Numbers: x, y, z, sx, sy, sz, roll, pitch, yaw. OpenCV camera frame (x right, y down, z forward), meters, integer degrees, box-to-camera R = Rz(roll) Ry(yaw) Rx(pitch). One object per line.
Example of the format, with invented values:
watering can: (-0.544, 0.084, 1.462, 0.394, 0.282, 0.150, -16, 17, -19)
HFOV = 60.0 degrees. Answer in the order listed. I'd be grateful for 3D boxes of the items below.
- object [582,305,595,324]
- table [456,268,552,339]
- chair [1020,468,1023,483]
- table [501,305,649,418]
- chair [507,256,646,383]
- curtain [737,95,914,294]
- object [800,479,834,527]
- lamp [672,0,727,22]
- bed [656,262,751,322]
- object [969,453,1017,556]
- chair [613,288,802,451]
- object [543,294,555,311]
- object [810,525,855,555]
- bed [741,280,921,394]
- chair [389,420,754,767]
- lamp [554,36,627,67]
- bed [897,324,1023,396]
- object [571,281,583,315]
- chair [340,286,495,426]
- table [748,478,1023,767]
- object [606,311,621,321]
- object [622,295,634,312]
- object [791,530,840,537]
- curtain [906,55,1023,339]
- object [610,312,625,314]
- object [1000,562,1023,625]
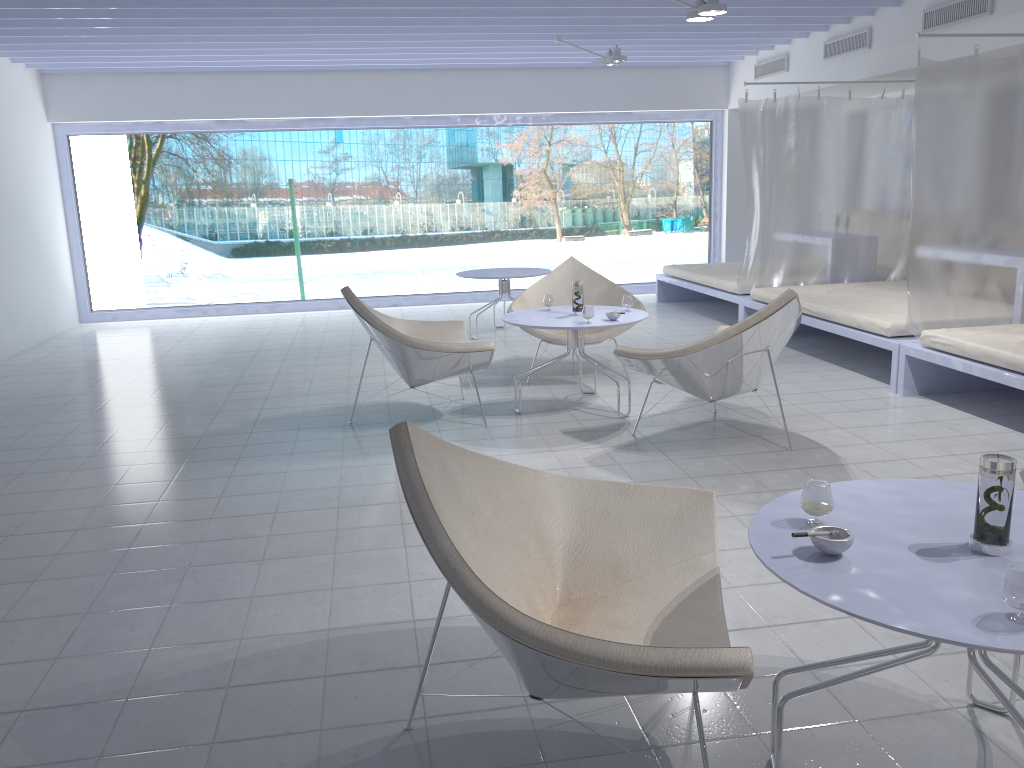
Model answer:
object: (0.401, -0.367, 4.679, 0.068, 0.091, 0.068, 3, 13, 19)
table: (-0.063, -0.700, 7.667, 0.825, 0.534, 0.823, 8, 16, 37)
chair: (1.819, 0.372, 2.083, 0.753, 0.759, 0.906, -3, 13, -5)
table: (0.360, -0.125, 5.038, 0.825, 0.534, 0.823, -6, 13, -17)
chair: (0.425, -0.458, 5.998, 0.906, 0.759, 0.753, -2, 13, 1)
curtain: (2.779, -1.548, 7.200, 2.050, 1.552, 0.151, -4, 13, -9)
object: (0.645, 0.252, 1.874, 0.068, 0.091, 0.068, -6, 13, -19)
lamp: (0.991, -2.364, 5.424, 0.587, 0.218, 0.380, -4, 13, -9)
bed: (2.694, -0.910, 8.467, 2.022, 0.422, 2.200, -4, 13, -9)
object: (0.931, 0.232, 1.712, 0.075, 0.185, 0.075, 10, 17, 43)
chair: (1.068, -0.114, 4.364, 0.906, 0.759, 0.753, -12, 16, -38)
object: (0.216, -0.479, 5.207, 0.068, 0.091, 0.068, 1, 13, 13)
object: (0.623, 0.310, 1.729, 0.082, 0.043, 0.082, -3, 13, -7)
bed: (3.036, -0.447, 6.333, 2.016, 0.427, 2.200, -4, 13, -9)
chair: (0.103, 0.450, 1.983, 0.753, 0.759, 0.906, 0, 13, 8)
lamp: (0.650, -2.808, 7.458, 0.587, 0.218, 0.380, -4, 13, -9)
bed: (3.409, 0.019, 4.209, 2.022, 0.422, 2.200, -4, 13, -9)
object: (0.370, -0.484, 4.986, 0.075, 0.189, 0.075, -6, 13, -17)
chair: (-0.553, -0.185, 4.918, 0.753, 0.759, 0.906, -5, 13, -13)
table: (0.900, 0.580, 1.806, 0.825, 0.534, 0.823, -10, 15, -31)
object: (0.543, -0.362, 4.747, 0.082, 0.043, 0.082, -12, 16, -40)
object: (0.661, -0.462, 5.066, 0.068, 0.091, 0.068, -6, 13, -16)
object: (0.591, 0.292, 1.725, 0.098, 0.016, 0.012, -4, 13, -9)
curtain: (3.178, -1.063, 5.072, 1.998, 1.559, 0.125, -4, 13, -10)
object: (0.560, -0.376, 4.717, 0.012, 0.016, 0.098, -13, 17, -41)
object: (0.835, 0.342, 1.447, 0.068, 0.091, 0.068, -6, 13, -19)
